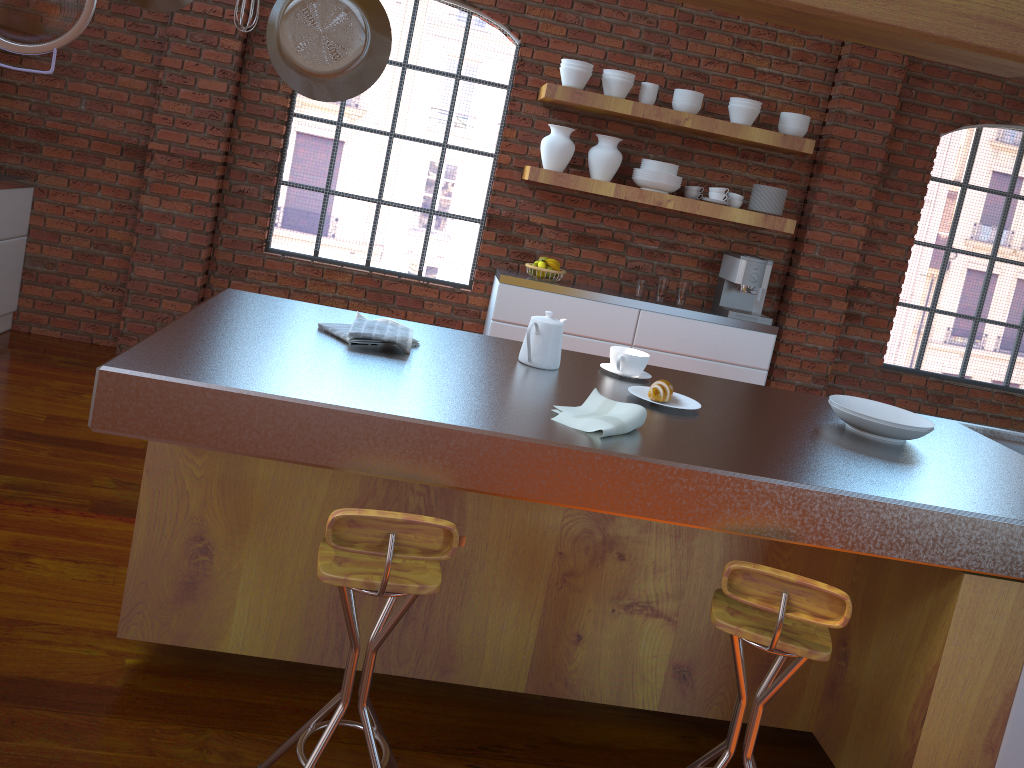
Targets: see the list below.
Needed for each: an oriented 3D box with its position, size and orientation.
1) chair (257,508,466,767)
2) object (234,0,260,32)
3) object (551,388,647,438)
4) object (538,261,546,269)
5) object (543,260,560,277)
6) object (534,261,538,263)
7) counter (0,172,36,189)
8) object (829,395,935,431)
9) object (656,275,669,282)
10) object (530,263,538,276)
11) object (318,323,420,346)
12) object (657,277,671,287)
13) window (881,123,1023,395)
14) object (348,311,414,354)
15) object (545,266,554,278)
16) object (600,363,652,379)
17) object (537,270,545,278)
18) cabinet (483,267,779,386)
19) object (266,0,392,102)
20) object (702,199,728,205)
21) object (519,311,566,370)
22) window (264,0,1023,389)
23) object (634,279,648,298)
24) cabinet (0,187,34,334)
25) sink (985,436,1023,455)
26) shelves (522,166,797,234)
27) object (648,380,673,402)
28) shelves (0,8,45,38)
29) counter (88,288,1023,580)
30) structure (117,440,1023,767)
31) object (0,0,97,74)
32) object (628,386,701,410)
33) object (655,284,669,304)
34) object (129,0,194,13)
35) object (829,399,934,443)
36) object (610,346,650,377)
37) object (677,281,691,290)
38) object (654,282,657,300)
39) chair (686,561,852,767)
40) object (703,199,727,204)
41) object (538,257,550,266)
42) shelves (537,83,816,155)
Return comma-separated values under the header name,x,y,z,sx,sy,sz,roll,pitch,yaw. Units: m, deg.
name,x,y,z,sx,sy,sz,roll,pitch,yaw
chair,-0.309,0.570,1.794,0.336,0.740,0.345,10,8,-12
object,-0.520,-0.883,1.793,0.045,0.327,0.046,14,7,18
object,0.180,0.055,1.971,0.195,0.060,0.208,-1,17,-44
object,0.169,-0.668,4.969,0.044,0.052,0.053,8,10,-19
object,0.236,-0.646,4.971,0.065,0.093,0.177,16,12,29
object,0.147,-0.687,5.065,0.045,0.046,0.056,16,11,24
counter,-2.903,-0.926,3.859,0.712,0.044,2.028,10,13,-7
object,1.034,0.101,2.481,0.280,0.054,0.289,3,16,-34
object,0.869,-0.575,5.132,0.078,0.102,0.078,15,10,22
object,0.136,-0.652,5.011,0.073,0.075,0.074,6,11,-32
object,-0.387,-0.134,2.389,0.231,0.026,0.168,0,17,-41
object,0.855,-0.550,5.013,0.078,0.102,0.078,15,10,22
window,3.049,-0.792,5.516,1.265,1.648,0.085,11,6,-7
object,-0.350,-0.140,2.378,0.164,0.049,0.237,10,13,-7
object,0.209,-0.635,5.003,0.077,0.064,0.078,17,11,26
object,0.333,-0.033,2.585,0.155,0.012,0.155,16,14,20
object,0.163,-0.620,4.963,0.056,0.045,0.046,17,11,25
cabinet,0.667,-0.276,5.114,1.617,0.469,0.344,10,9,-6
object,-0.367,-0.805,1.808,0.265,0.438,0.070,11,6,-2
object,1.152,-1.027,4.996,0.153,0.012,0.157,-2,19,-45
object,0.090,-0.130,2.479,0.118,0.153,0.201,11,11,-1
window,2.301,-1.248,7.742,17.326,9.780,3.706,8,8,-17
object,0.739,-0.548,5.080,0.077,0.102,0.080,5,11,-37
cabinet,-2.989,-0.511,3.905,0.709,0.804,2.028,10,12,-8
sink,1.775,0.348,2.785,0.611,0.196,0.417,10,12,-7
shelves,0.828,-1.056,5.027,1.531,0.075,0.345,10,13,-6
object,0.395,0.016,2.324,0.062,0.050,0.140,14,12,11
shelves,-2.766,-1.725,3.763,0.652,0.075,2.022,10,13,-7
counter,0.690,0.168,2.347,3.133,0.128,1.047,10,13,-7
structure,0.597,0.603,2.405,3.110,0.755,1.045,10,11,-7
object,-0.943,-0.874,1.700,0.272,0.522,0.086,11,6,-7
object,0.401,0.041,2.323,0.196,0.013,0.197,15,13,13
object,0.847,-0.513,5.017,0.078,0.102,0.078,15,10,22
object,-0.697,-0.923,1.746,0.194,0.354,0.087,11,7,-2
object,1.032,0.111,2.482,0.280,0.054,0.289,3,16,-34
object,0.336,-0.063,2.581,0.124,0.068,0.119,7,12,-22
object,0.978,-0.534,5.049,0.078,0.102,0.079,12,9,5
object,0.861,-0.538,5.136,0.078,0.102,0.078,15,10,22
chair,0.503,0.713,1.886,0.340,0.740,0.341,13,8,13
object,1.153,-1.031,4.995,0.153,0.012,0.157,-2,19,-45
object,0.184,-0.698,5.028,0.068,0.060,0.070,13,10,9
shelves,0.917,-1.491,4.978,1.531,0.075,0.345,10,13,-6
